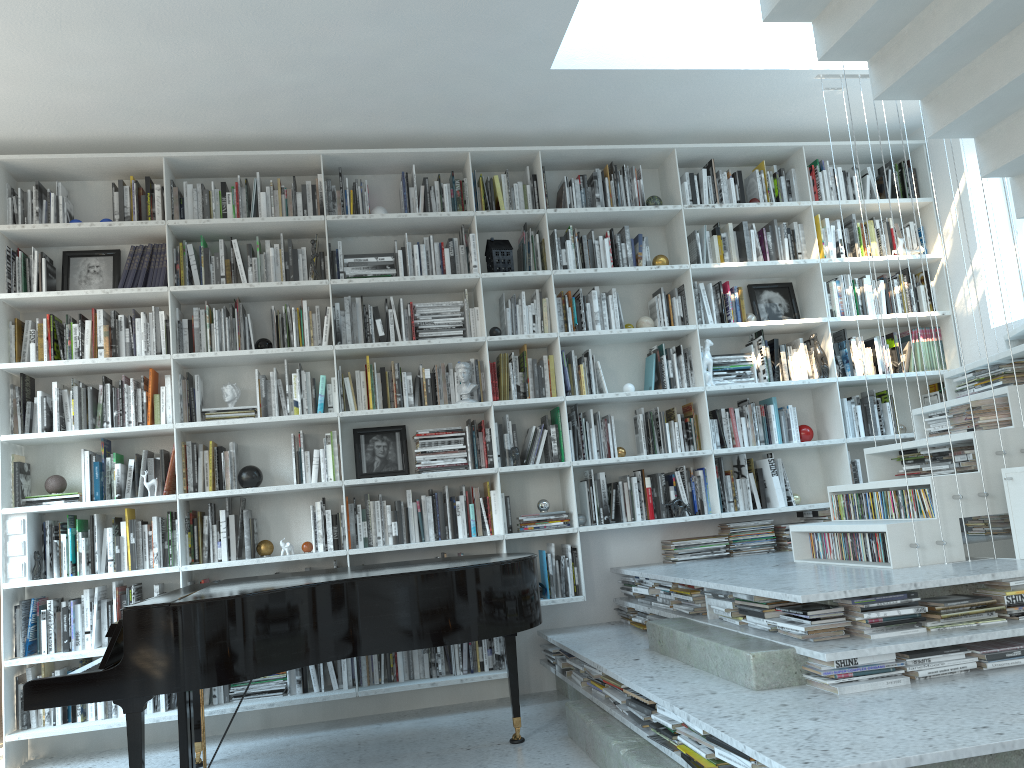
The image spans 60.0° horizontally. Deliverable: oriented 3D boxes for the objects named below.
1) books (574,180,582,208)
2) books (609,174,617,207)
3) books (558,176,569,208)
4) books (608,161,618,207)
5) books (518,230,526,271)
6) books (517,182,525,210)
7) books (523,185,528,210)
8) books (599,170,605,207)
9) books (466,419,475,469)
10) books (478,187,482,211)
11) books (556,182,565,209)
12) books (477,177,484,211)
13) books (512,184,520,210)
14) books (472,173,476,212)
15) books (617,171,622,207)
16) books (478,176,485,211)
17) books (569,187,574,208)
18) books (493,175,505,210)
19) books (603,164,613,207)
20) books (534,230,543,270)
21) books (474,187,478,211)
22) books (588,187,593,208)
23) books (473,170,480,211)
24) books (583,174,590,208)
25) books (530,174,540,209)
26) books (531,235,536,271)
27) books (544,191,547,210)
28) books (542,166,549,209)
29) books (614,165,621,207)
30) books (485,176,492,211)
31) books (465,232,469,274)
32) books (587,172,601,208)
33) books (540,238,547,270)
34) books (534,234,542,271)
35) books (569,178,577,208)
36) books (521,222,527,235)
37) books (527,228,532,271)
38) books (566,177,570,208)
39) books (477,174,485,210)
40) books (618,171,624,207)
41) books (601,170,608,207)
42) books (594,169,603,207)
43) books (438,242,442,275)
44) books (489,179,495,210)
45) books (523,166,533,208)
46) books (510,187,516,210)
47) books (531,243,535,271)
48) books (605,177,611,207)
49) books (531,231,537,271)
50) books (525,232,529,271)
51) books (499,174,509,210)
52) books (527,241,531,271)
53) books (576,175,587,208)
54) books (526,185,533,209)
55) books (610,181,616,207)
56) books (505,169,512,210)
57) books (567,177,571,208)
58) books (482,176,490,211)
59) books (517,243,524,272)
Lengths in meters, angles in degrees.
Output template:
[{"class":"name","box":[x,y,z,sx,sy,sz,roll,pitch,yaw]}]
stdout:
[{"class":"books","box":[0.386,-1.109,5.412,0.028,0.226,0.163,-4,-8,-11]},{"class":"books","box":[0.606,-1.137,5.449,0.008,0.250,0.170,-4,-8,-11]},{"class":"books","box":[0.315,-1.114,5.391,0.009,0.243,0.173,-4,-8,-11]},{"class":"books","box":[0.610,-1.176,5.454,0.007,0.329,0.184,-4,-8,-11]},{"class":"books","box":[0.061,-0.752,5.273,0.021,0.272,0.190,-4,-8,-11]},{"class":"books","box":[0.042,-1.082,5.330,0.031,0.213,0.170,-4,-8,-11]},{"class":"books","box":[0.066,-1.076,5.354,0.025,0.203,0.162,-4,-8,-11]},{"class":"books","box":[0.535,-1.151,5.458,0.017,0.294,0.139,-4,-8,-11]},{"class":"books","box":[-0.238,0.356,5.099,0.011,0.298,0.130,-4,-8,-11]},{"class":"books","box":[-0.202,-1.053,5.300,0.015,0.192,0.160,-4,-8,-11]},{"class":"books","box":[0.291,-1.094,5.377,0.046,0.206,0.183,-4,-8,-11]},{"class":"books","box":[-0.189,-1.081,5.281,0.007,0.239,0.191,-4,-8,-11]},{"class":"books","box":[0.015,-1.074,5.328,0.024,0.201,0.180,-4,-8,-11]},{"class":"books","box":[-0.239,-1.095,5.289,0.008,0.278,0.171,-4,-8,-11]},{"class":"books","box":[0.640,-1.152,5.467,0.012,0.280,0.144,-4,-8,-11]},{"class":"books","box":[-0.186,-1.089,5.298,0.006,0.259,0.166,-4,-8,-11]},{"class":"books","box":[0.348,-1.085,5.401,0.009,0.183,0.160,-4,-8,-11]},{"class":"books","box":[-0.087,-1.094,5.311,0.054,0.254,0.191,-4,-8,-11]},{"class":"books","box":[0.578,-1.165,5.449,0.006,0.312,0.179,-4,-8,-11]},{"class":"books","box":[0.161,-0.763,5.329,0.005,0.291,0.130,-4,-8,-11]},{"class":"books","box":[-0.227,-1.056,5.307,0.016,0.204,0.143,-4,-8,-11]},{"class":"books","box":[0.464,-1.094,5.443,0.031,0.190,0.132,-4,-8,-11]},{"class":"books","box":[-0.217,-1.106,5.299,0.007,0.297,0.181,-4,-8,-11]},{"class":"books","box":[0.438,-1.127,5.426,0.021,0.256,0.169,-4,-8,-11]},{"class":"books","box":[0.128,-1.108,5.346,0.029,0.252,0.186,-4,-8,-11]},{"class":"books","box":[0.120,-0.745,5.299,0.005,0.254,0.159,-4,-8,-11]},{"class":"books","box":[0.169,-1.098,5.361,0.033,0.229,0.175,-4,-8,-11]},{"class":"books","box":[0.188,-1.137,5.361,0.019,0.303,0.176,-4,-8,-11]},{"class":"books","box":[0.625,-1.165,5.438,0.015,0.299,0.183,-4,-8,-11]},{"class":"books","box":[-0.141,-1.092,5.316,0.008,0.261,0.142,-4,-8,-11]},{"class":"books","box":[-0.275,-0.735,5.253,0.010,0.299,0.133,-4,-8,-11]},{"class":"books","box":[0.497,-1.135,5.413,0.028,0.258,0.185,-4,-8,-11]},{"class":"books","box":[0.177,-0.730,5.292,0.008,0.213,0.224,-4,-8,-11]},{"class":"books","box":[0.145,-0.745,5.289,0.013,0.248,0.186,-4,-8,-11]},{"class":"books","box":[0.358,-1.111,5.394,0.013,0.229,0.174,-4,-8,-11]},{"class":"books","box":[0.077,-0.782,5.309,0.025,0.339,0.143,-4,-8,-11]},{"class":"books","box":[0.098,-0.761,5.288,0.021,0.287,0.179,-4,-8,-11]},{"class":"books","box":[0.323,-1.114,5.402,0.011,0.244,0.173,-4,-8,-11]},{"class":"books","box":[-0.183,-1.097,5.311,0.007,0.278,0.150,-4,-8,-11]},{"class":"books","box":[0.651,-1.151,5.465,0.008,0.274,0.163,-4,-8,-11]},{"class":"books","box":[0.553,-1.148,5.456,0.007,0.284,0.160,-4,-8,-11]},{"class":"books","box":[0.517,-1.150,5.443,0.024,0.292,0.167,-4,-8,-11]},{"class":"books","box":[-0.432,-0.696,5.214,0.011,0.238,0.139,-4,-8,-11]},{"class":"books","box":[-0.126,-1.081,5.299,0.015,0.233,0.171,-4,-8,-11]},{"class":"books","box":[0.099,-1.139,5.379,0.012,0.329,0.128,-4,-8,-11]},{"class":"books","box":[-0.007,-1.062,5.321,0.022,0.179,0.173,-4,-8,-11]},{"class":"books","box":[0.111,-0.721,5.304,0.013,0.210,0.140,-4,-8,-11]},{"class":"books","box":[0.571,-1.125,5.436,0.018,0.230,0.160,-4,-8,-11]},{"class":"books","box":[0.123,-0.757,5.330,0.013,0.288,0.131,-4,-8,-11]},{"class":"books","box":[0.075,-0.750,5.289,0.022,0.271,0.181,-4,-8,-11]},{"class":"books","box":[-0.050,-1.103,5.341,0.030,0.274,0.151,-4,-8,-11]},{"class":"books","box":[0.088,-0.722,5.302,0.024,0.217,0.169,-4,-8,-11]},{"class":"books","box":[0.413,-1.125,5.419,0.030,0.255,0.161,-4,-8,-11]},{"class":"books","box":[0.091,-1.074,5.350,0.022,0.194,0.182,-4,-8,-11]},{"class":"books","box":[0.598,-1.114,5.428,0.018,0.200,0.188,-4,-8,-11]},{"class":"books","box":[-0.029,-1.119,5.329,0.010,0.297,0.168,-4,-8,-11]},{"class":"books","box":[0.332,-1.118,5.413,0.012,0.254,0.133,-4,-8,-11]},{"class":"books","box":[-0.161,-1.091,5.305,0.034,0.260,0.158,-4,-8,-11]},{"class":"books","box":[0.051,-0.717,5.299,0.019,0.213,0.156,-4,-8,-11]}]
